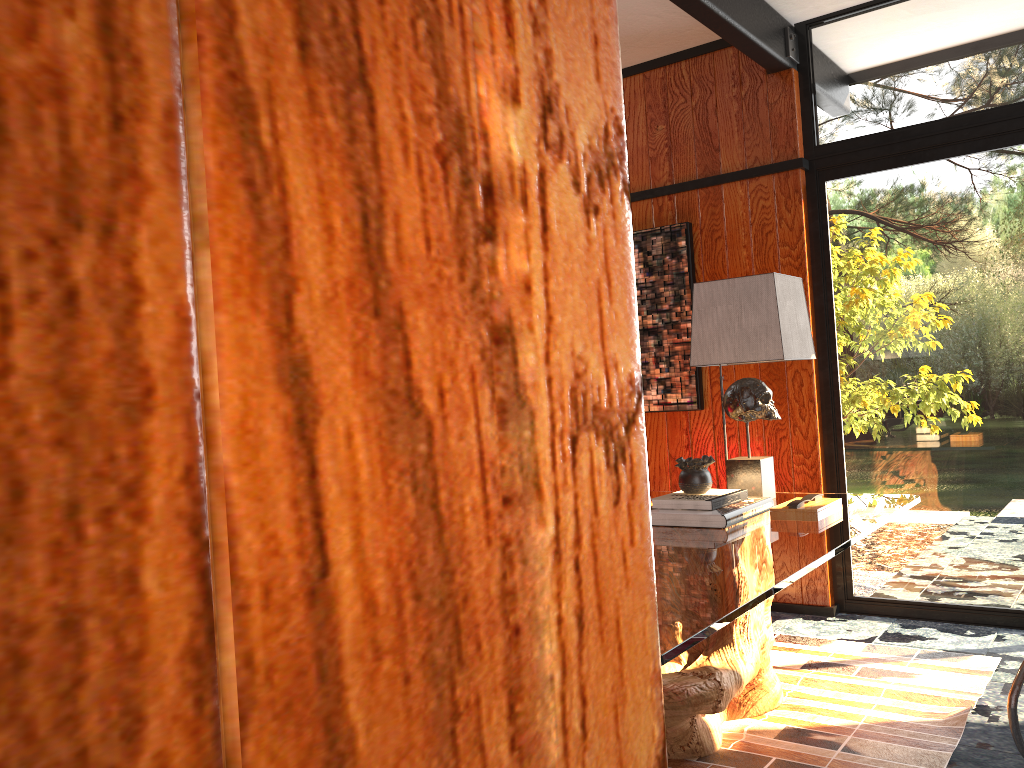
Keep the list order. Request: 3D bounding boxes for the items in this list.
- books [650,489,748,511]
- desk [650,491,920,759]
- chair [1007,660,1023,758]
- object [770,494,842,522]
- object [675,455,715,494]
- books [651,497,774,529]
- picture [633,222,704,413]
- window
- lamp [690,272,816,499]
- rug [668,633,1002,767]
[{"bbox_3d":[0.565,0.346,2.665,0.198,0.029,0.249,-4,-1,38],"label":"books"},{"bbox_3d":[0.313,0.730,2.401,1.150,0.632,1.900,-4,-1,36],"label":"desk"},{"bbox_3d":[1.897,0.502,2.219,1.298,0.886,0.593,-3,-1,-26],"label":"chair"},{"bbox_3d":[0.858,0.356,2.583,0.135,0.049,0.238,-4,-1,36],"label":"object"},{"bbox_3d":[0.555,0.275,2.682,0.118,0.114,0.121,-4,-1,30],"label":"object"},{"bbox_3d":[0.579,0.380,2.652,0.286,0.040,0.366,-4,-1,36],"label":"books"},{"bbox_3d":[0.476,-0.287,4.356,0.916,0.873,0.061,-4,-1,36],"label":"picture"},{"bbox_3d":[2.250,-0.358,3.244,2.260,2.580,0.085,-4,-1,36],"label":"window"},{"bbox_3d":[0.811,0.020,2.953,0.316,0.732,0.316,-4,-1,36],"label":"lamp"},{"bbox_3d":[0.044,1.061,2.845,2.410,0.042,2.439,-4,-1,36],"label":"rug"}]
